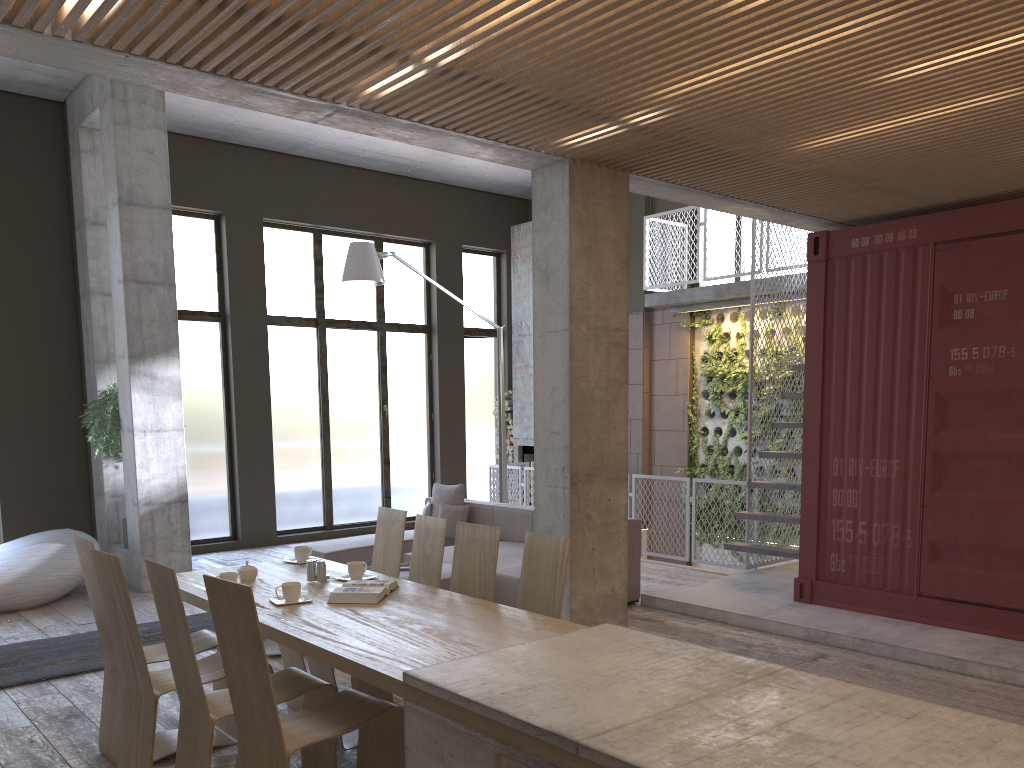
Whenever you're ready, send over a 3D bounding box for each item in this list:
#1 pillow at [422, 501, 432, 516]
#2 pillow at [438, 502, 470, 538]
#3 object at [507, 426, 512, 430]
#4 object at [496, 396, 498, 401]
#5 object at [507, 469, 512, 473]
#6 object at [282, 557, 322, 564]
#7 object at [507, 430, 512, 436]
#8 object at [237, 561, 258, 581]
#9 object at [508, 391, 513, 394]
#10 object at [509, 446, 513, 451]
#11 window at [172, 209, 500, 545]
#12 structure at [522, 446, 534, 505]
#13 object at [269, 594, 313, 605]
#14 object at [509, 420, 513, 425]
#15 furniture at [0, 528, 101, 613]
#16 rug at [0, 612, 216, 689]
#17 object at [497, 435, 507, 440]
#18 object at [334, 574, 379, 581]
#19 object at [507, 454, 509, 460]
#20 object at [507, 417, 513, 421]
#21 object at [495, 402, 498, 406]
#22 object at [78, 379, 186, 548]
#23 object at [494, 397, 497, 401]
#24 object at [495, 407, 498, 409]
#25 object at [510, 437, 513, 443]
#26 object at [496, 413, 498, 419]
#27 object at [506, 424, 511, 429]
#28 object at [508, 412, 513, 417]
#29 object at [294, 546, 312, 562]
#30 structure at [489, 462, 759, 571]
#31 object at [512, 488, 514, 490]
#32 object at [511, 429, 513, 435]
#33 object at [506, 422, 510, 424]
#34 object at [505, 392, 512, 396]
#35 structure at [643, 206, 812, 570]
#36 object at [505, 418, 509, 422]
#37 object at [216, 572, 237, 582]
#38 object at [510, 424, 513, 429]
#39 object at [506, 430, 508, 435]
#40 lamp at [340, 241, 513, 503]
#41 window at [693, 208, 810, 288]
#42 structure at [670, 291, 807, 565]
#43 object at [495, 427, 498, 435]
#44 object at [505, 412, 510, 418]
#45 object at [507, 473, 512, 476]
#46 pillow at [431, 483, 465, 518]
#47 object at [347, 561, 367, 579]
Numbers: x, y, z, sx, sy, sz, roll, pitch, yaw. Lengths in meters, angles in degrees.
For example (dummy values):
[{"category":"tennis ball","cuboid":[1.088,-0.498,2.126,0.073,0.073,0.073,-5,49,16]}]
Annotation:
[{"category":"pillow","cuboid":[-0.933,1.491,9.750,0.151,0.381,0.365,-1,3,-7]},{"category":"pillow","cuboid":[-0.632,1.449,9.281,0.376,0.377,0.167,0,6,23]},{"category":"object","cuboid":[0.115,0.698,13.971,0.433,0.080,0.114,0,0,-41]},{"category":"object","cuboid":[-0.050,0.229,14.044,0.453,0.091,0.090,0,1,-42]},{"category":"object","cuboid":[0.090,1.368,14.026,0.453,0.090,0.090,0,2,-39]},{"category":"object","cuboid":[-1.294,1.090,5.406,0.185,0.014,0.184,-2,-2,36]},{"category":"object","cuboid":[0.123,0.770,13.964,0.453,0.090,0.090,0,1,-41]},{"category":"object","cuboid":[-1.457,1.030,4.830,0.089,0.113,0.122,3,4,41]},{"category":"object","cuboid":[0.095,0.133,13.891,0.331,0.056,0.087,0,0,-41]},{"category":"object","cuboid":[0.164,1.015,13.920,0.477,0.085,0.093,0,1,-41]},{"category":"window","cuboid":[-3.659,-0.033,11.319,9.162,4.225,0.207,-1,5,-41]},{"category":"structure","cuboid":[0.372,1.417,13.552,0.056,0.940,0.572,-7,7,-40]},{"category":"object","cuboid":[-1.081,1.057,4.287,0.185,0.014,0.184,0,-2,-27]},{"category":"object","cuboid":[0.125,0.616,13.909,0.423,0.086,0.066,0,2,-42]},{"category":"furniture","cuboid":[-4.989,1.873,8.528,1.793,0.821,1.616,-1,0,-3]},{"category":"rug","cuboid":[-2.849,2.023,6.970,2.905,0.049,1.158,1,-2,-40]},{"category":"object","cuboid":[-0.030,0.854,14.060,0.477,0.085,0.093,0,1,-41]},{"category":"object","cuboid":[-0.856,1.069,4.829,0.185,0.014,0.184,-2,-2,36]},{"category":"object","cuboid":[0.055,1.158,14.043,0.453,0.090,0.090,0,1,-42]},{"category":"object","cuboid":[0.092,0.550,13.920,0.362,0.068,0.121,0,0,-39]},{"category":"object","cuboid":[-0.087,0.316,14.095,0.362,0.069,0.122,0,0,-39]},{"category":"object","cuboid":[-4.082,0.821,9.349,0.999,1.889,0.955,1,5,16]},{"category":"object","cuboid":[-0.113,0.246,14.074,0.421,0.070,0.067,0,1,-41]},{"category":"object","cuboid":[-0.087,0.389,14.086,0.423,0.087,0.066,0,2,-42]},{"category":"object","cuboid":[0.127,0.882,13.892,0.363,0.110,0.088,0,2,-41]},{"category":"object","cuboid":[-0.035,0.508,14.020,0.477,0.085,0.093,0,1,-41]},{"category":"object","cuboid":[0.057,0.688,14.053,0.361,0.088,0.101,0,1,-41]},{"category":"object","cuboid":[0.115,0.483,13.926,0.421,0.072,0.067,0,2,-41]},{"category":"object","cuboid":[-1.294,1.047,5.414,0.093,0.089,0.116,-1,2,4]},{"category":"structure","cuboid":[1.839,1.555,11.362,1.918,0.945,4.412,-1,-1,-40]},{"category":"object","cuboid":[0.162,1.648,14.017,0.421,0.073,0.071,0,1,-41]},{"category":"object","cuboid":[0.176,0.760,13.894,0.435,0.093,0.091,0,2,-41]},{"category":"object","cuboid":[-0.056,0.604,14.020,0.293,0.108,0.098,0,2,-39]},{"category":"object","cuboid":[0.035,0.172,13.926,0.357,0.074,0.065,0,2,-42]},{"category":"structure","cuboid":[2.669,-0.057,10.048,3.018,4.372,3.663,-4,5,-40]},{"category":"object","cuboid":[0.029,0.566,14.002,0.357,0.075,0.064,0,2,-42]},{"category":"object","cuboid":[-1.479,1.030,4.553,0.093,0.089,0.116,0,2,14]},{"category":"object","cuboid":[0.150,0.671,13.897,0.421,0.073,0.071,0,1,-41]},{"category":"object","cuboid":[0.055,0.773,14.015,0.477,0.085,0.093,0,1,-41]},{"category":"lamp","cuboid":[-0.671,0.355,9.595,0.752,3.470,2.607,4,6,37]},{"category":"window","cuboid":[3.682,-2.090,10.716,0.109,1.769,3.553,-7,4,-40]},{"category":"structure","cuboid":[3.148,0.544,11.281,0.998,3.872,2.611,-6,7,-40]},{"category":"object","cuboid":[-0.115,0.759,14.158,0.362,0.127,0.063,0,4,-41]},{"category":"object","cuboid":[0.047,0.495,13.962,0.453,0.090,0.090,0,1,-42]},{"category":"object","cuboid":[0.062,1.436,14.096,0.477,0.085,0.093,0,1,-41]},{"category":"pillow","cuboid":[-0.720,1.354,9.531,0.220,0.564,0.560,-5,5,-38]},{"category":"object","cuboid":[-0.856,1.027,4.837,0.093,0.089,0.116,-1,2,4]}]
